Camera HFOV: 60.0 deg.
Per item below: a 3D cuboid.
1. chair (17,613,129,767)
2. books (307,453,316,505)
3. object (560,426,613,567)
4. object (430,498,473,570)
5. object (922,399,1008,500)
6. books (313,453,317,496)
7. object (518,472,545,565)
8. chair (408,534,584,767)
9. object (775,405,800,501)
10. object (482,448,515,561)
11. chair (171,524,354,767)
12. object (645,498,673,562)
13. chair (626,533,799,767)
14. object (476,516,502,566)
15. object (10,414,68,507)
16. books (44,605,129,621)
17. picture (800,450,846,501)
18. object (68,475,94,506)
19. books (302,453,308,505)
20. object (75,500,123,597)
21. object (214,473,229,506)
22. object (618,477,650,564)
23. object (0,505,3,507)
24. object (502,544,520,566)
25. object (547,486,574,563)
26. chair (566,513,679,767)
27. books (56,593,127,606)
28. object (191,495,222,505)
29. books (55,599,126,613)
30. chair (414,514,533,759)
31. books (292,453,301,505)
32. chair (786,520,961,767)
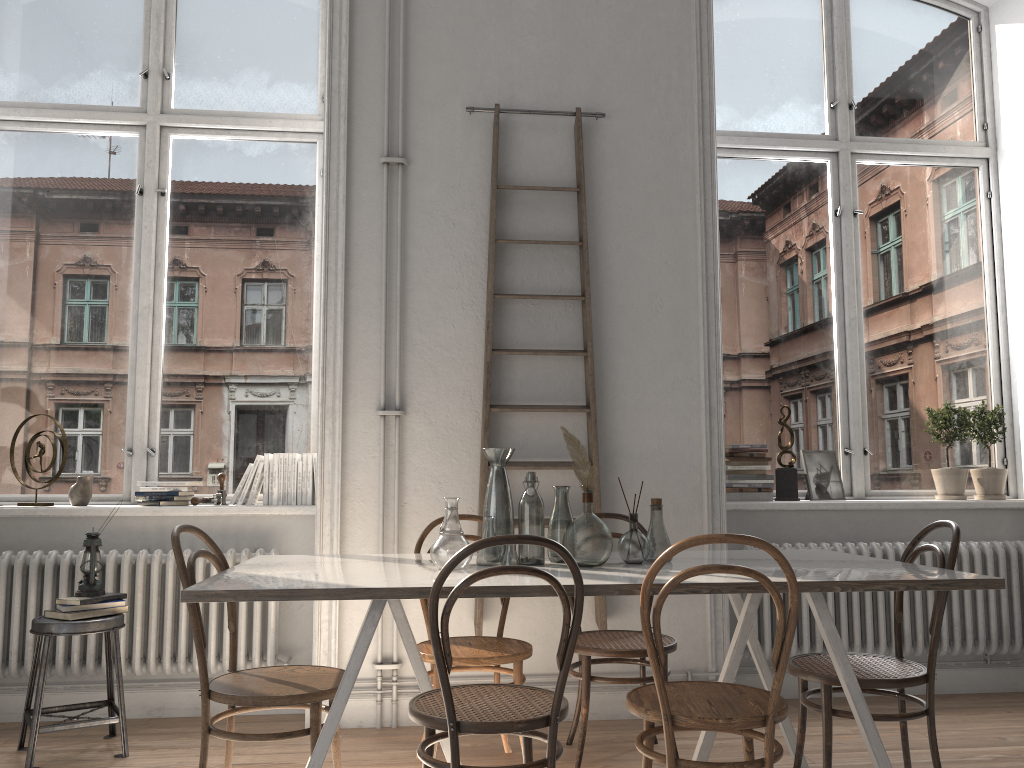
[{"bbox_3d":[-1.715,1.180,3.490,0.364,0.522,0.360,4,-7,-33],"label":"chair"},{"bbox_3d":[-0.962,0.457,4.257,0.024,0.243,0.175,1,-6,-6],"label":"books"},{"bbox_3d":[0.244,0.360,2.853,0.157,0.445,0.157,-1,-6,11],"label":"object"},{"bbox_3d":[-0.188,0.464,2.754,0.132,0.219,0.132,2,-6,-17],"label":"object"},{"bbox_3d":[2.375,0.343,4.639,0.500,0.523,0.234,2,-6,-17],"label":"object"},{"bbox_3d":[-0.930,0.457,4.258,0.040,0.244,0.175,1,-6,-6],"label":"books"},{"bbox_3d":[0.064,0.440,2.914,0.086,0.301,0.086,2,-6,-21],"label":"object"},{"bbox_3d":[-0.053,0.854,2.376,0.438,0.920,0.549,1,-6,-11],"label":"chair"},{"bbox_3d":[1.397,0.350,4.525,0.122,0.487,0.102,-2,-6,18],"label":"object"},{"bbox_3d":[-0.046,0.411,3.018,0.116,0.382,0.116,-1,-6,5],"label":"object"},{"bbox_3d":[-0.758,0.892,2.707,0.549,0.920,0.438,0,-6,2],"label":"chair"},{"bbox_3d":[0.494,0.496,3.023,0.101,0.211,0.101,-4,-7,33],"label":"object"},{"bbox_3d":[0.532,0.856,2.405,0.438,0.920,0.549,-1,-6,5],"label":"chair"},{"bbox_3d":[-0.075,0.510,2.890,0.083,0.158,0.084,1,-6,-11],"label":"object"},{"bbox_3d":[-2.188,0.351,4.102,0.347,0.424,0.087,-3,-7,26],"label":"object"},{"bbox_3d":[-1.702,0.911,3.553,0.194,0.034,0.246,-4,-8,34],"label":"books"},{"bbox_3d":[1.579,0.474,4.574,0.221,0.264,0.149,2,-7,-23],"label":"picture"},{"bbox_3d":[-1.995,0.493,4.105,0.100,0.142,0.102,4,-7,-32],"label":"object"},{"bbox_3d":[-0.989,0.459,4.274,0.024,0.243,0.175,1,-6,-6],"label":"books"},{"bbox_3d":[-1.682,0.664,3.614,0.163,0.383,0.154,4,-7,-33],"label":"object"},{"bbox_3d":[-1.355,0.491,4.141,0.048,0.153,0.088,4,-7,-36],"label":"object"},{"bbox_3d":[0.403,0.451,2.941,0.107,0.283,0.107,1,-6,-11],"label":"object"},{"bbox_3d":[-2.374,0.415,4.054,0.095,0.288,0.095,-2,-6,16],"label":"object"},{"bbox_3d":[-0.004,0.531,2.800,0.058,0.094,0.058,-3,-7,22],"label":"object"},{"bbox_3d":[0.168,0.472,2.996,0.098,0.254,0.100,3,-7,-29],"label":"object"},{"bbox_3d":[0.410,0.973,3.447,0.438,0.920,0.549,0,-6,1],"label":"chair"},{"bbox_3d":[-1.689,0.863,3.563,0.147,0.027,0.221,-3,-7,26],"label":"books"},{"bbox_3d":[-1.446,0.547,4.182,0.088,0.048,0.153,-4,-8,33],"label":"object"},{"bbox_3d":[-1.691,0.885,3.560,0.232,0.029,0.163,4,-8,-35],"label":"books"},{"bbox_3d":[-0.151,0.958,3.306,0.438,0.920,0.549,1,-6,-8],"label":"chair"},{"bbox_3d":[-1.032,0.456,4.247,0.019,0.243,0.175,1,-6,-6],"label":"books"},{"bbox_3d":[1.180,0.910,2.901,0.549,0.920,0.438,-1,-6,6],"label":"chair"}]
